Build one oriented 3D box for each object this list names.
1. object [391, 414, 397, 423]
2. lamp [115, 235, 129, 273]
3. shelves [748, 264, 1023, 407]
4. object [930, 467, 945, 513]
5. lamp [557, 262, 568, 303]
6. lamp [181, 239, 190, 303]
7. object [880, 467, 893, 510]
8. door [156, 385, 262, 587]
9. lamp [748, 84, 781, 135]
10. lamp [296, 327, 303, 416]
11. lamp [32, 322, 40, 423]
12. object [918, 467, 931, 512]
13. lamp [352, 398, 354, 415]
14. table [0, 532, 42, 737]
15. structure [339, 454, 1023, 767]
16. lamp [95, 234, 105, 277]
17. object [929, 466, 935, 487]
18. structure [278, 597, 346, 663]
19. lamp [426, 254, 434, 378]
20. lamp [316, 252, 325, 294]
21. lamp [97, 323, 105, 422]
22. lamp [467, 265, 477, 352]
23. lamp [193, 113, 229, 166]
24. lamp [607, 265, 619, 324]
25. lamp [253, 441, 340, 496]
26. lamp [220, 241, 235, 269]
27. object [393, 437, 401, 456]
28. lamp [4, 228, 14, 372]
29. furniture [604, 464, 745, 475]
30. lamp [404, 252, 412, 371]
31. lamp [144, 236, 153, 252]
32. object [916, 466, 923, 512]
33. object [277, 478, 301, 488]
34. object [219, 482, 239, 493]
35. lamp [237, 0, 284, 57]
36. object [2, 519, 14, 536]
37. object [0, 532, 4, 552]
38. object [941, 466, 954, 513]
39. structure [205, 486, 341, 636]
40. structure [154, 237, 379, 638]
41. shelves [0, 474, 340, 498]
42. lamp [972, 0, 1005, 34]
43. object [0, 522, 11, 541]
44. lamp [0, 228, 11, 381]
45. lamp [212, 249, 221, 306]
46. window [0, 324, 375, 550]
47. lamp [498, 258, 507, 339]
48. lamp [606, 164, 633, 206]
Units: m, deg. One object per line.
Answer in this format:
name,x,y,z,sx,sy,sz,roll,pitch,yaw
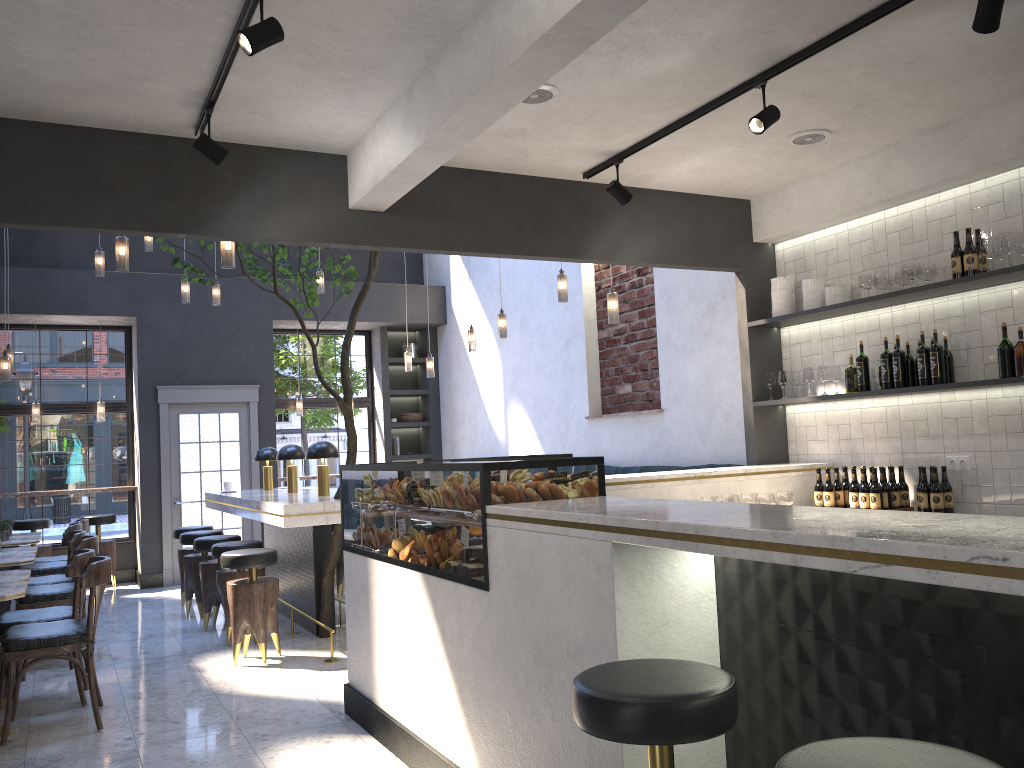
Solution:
object,-1.572,0.458,11.710,0.117,0.119,0.116,-6,-5,39
lamp,-2.606,-2.771,5.838,0.078,4.102,0.078,-3,-4,3
shelves,2.587,-0.289,4.566,0.300,0.580,3.602,-1,-4,-27
object,2.377,0.604,4.966,0.069,0.279,0.070,-4,-4,25
lamp,0.310,-2.700,7.193,0.078,4.102,0.078,0,-5,-42
lamp,-3.224,-2.825,8.627,0.078,4.102,0.078,0,-5,-42
object,2.181,0.627,5.186,0.070,0.279,0.069,-1,-4,-25
door,-3.433,1.129,10.114,1.132,2.218,0.152,-1,-4,-27
lamp,1.149,-1.250,4.048,0.157,0.235,0.088,0,-4,-33
lamp,-2.704,-0.307,11.203,0.078,1.428,0.078,-4,-4,25
lamp,-5.307,-0.278,9.871,0.078,1.428,0.078,-3,-4,3
object,2.344,0.610,5.031,0.070,0.279,0.069,-1,-4,-20
lamp,-2.119,-0.314,11.502,0.078,1.428,0.078,-3,-4,3
table,-1.968,1.591,7.265,4.599,0.751,4.833,-1,-5,-27
structure,1.848,0.818,2.856,3.205,1.299,5.809,-1,-5,-27
lamp,-3.734,-2.997,7.955,0.078,4.102,0.078,0,-5,-42
object,2.411,0.609,5.066,0.069,0.279,0.070,-6,-5,40
structure,-1.788,1.868,7.458,0.496,0.210,3.501,-1,-5,-27
lamp,-0.978,-2.117,9.728,0.078,4.102,0.078,0,-5,-42
lamp,-2.075,-2.986,9.289,0.078,4.102,0.078,0,-5,-42
lamp,-4.722,-0.285,10.170,0.078,1.428,0.078,-4,-4,25
lamp,-0.482,-2.357,8.750,0.078,4.102,0.078,-4,-4,25
lamp,-1.389,-1.128,4.088,0.157,0.238,0.088,0,-4,-33
lamp,0.640,-2.485,6.555,0.078,4.102,0.078,0,-5,-42
lamp,-0.867,-0.993,4.165,4.183,3.254,8.840,1,-5,-44
lamp,-1.752,-2.723,5.295,0.078,4.102,0.078,-3,-4,3
object,-1.514,0.815,11.658,0.098,0.247,0.098,-4,-4,12
lamp,-4.825,-2.157,8.459,0.078,4.102,0.078,0,-5,-42
furniture,-1.996,1.396,7.317,6.021,1.150,5.344,-1,-5,-27
lamp,-1.286,-2.193,10.327,0.078,4.102,0.078,0,-5,-42
lamp,-3.773,-3.394,9.103,0.078,4.102,0.078,0,-5,-42
object,2.376,0.616,5.131,0.070,0.279,0.069,-3,-4,5
object,-2.215,0.994,8.879,0.176,0.097,0.301,0,-5,-36
object,-2.739,0.996,8.575,0.176,0.098,0.204,-1,-4,-22
lamp,-0.858,-1.229,3.021,0.157,0.238,0.088,0,-4,-33
object,-4.686,1.332,8.233,0.123,0.165,0.118,-6,-5,40
object,-3.880,1.180,6.653,0.123,0.165,0.118,-6,-5,40
object,2.445,0.603,5.000,0.069,0.279,0.070,-2,-4,-5
structure,-1.807,1.449,7.484,0.990,1.049,3.492,-1,-4,-27
structure,-1.458,-1.090,6.784,3.745,5.985,2.808,-4,-4,16
shelves,-3.672,1.193,10.584,4.402,0.043,0.384,-1,-5,-27
lamp,1.655,-1.344,3.080,0.087,0.235,0.157,-4,-4,12
object,-4.422,1.282,7.716,0.123,0.165,0.118,-6,-5,40
lamp,-4.559,-2.073,7.941,0.078,4.102,0.078,0,-5,-42
lamp,-3.174,-2.867,9.363,0.078,4.102,0.078,0,-5,-42
window,-1.102,-1.343,5.459,6.405,5.361,12.718,-1,-4,-27
lamp,-0.179,-2.462,8.156,0.078,4.102,0.078,-4,-4,25
lamp,0.618,-1.149,5.115,0.157,0.235,0.088,0,-4,-33
